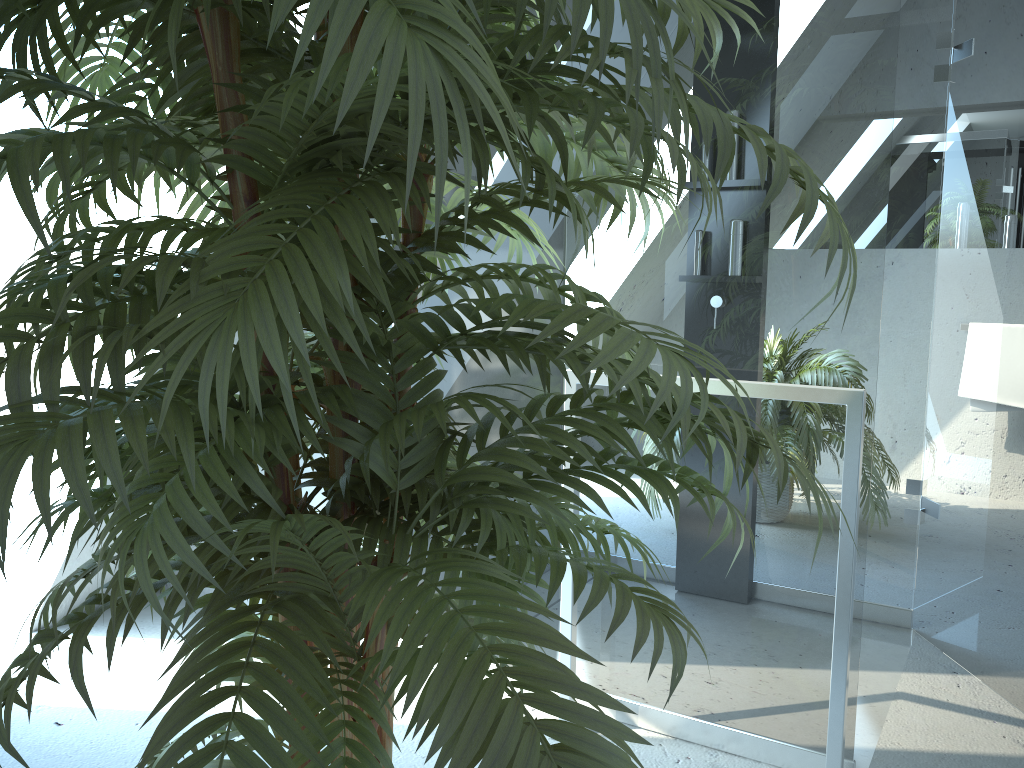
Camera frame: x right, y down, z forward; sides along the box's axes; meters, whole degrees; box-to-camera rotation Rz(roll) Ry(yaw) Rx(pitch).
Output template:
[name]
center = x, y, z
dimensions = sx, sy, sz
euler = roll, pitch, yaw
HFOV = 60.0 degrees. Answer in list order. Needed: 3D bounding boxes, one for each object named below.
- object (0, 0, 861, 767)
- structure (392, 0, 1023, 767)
[object]
center = -0.199, -0.066, 0.939
dimensions = 1.020, 2.034, 0.980
euler = -1, 7, -11
[structure]
center = 0.680, -0.258, 2.269
dimensions = 1.835, 2.114, 1.184
euler = 5, 8, 30
